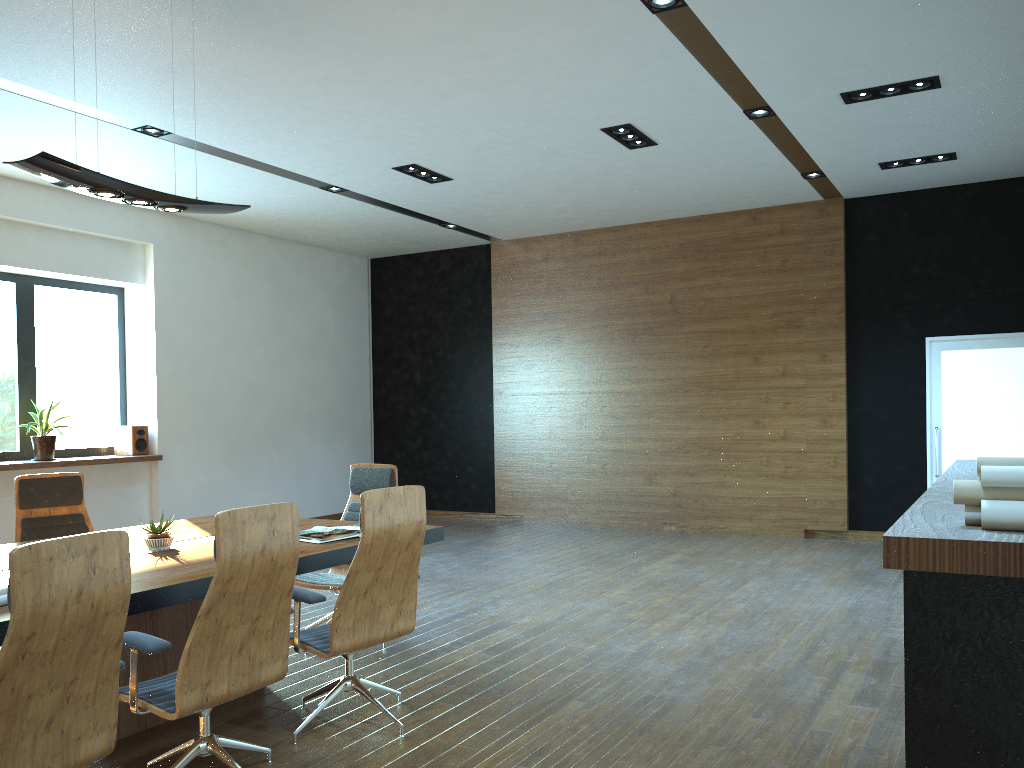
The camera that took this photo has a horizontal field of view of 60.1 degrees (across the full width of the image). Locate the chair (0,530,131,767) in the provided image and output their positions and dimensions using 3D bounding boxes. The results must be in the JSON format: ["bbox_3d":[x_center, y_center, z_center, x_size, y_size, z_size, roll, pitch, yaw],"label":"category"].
[{"bbox_3d":[-1.524,1.002,2.627,0.696,1.128,0.706,-1,0,21],"label":"chair"}]

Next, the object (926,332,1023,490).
[{"bbox_3d":[4.909,0.576,9.060,1.198,2.161,0.200,-1,1,29],"label":"object"}]

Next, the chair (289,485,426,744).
[{"bbox_3d":[-0.774,1.040,4.193,0.696,1.128,0.706,-1,0,36],"label":"chair"}]

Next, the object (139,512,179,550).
[{"bbox_3d":[-1.790,0.738,4.478,0.177,0.188,0.153,-1,0,4],"label":"object"}]

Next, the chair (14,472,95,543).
[{"bbox_3d":[-2.627,1.106,5.272,0.696,1.128,0.706,-1,0,44],"label":"chair"}]

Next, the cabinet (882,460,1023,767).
[{"bbox_3d":[1.542,0.883,2.330,0.767,1.233,2.347,-1,-1,29],"label":"cabinet"}]

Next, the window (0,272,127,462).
[{"bbox_3d":[-5.178,-0.178,8.400,0.053,1.862,3.463,-1,-1,29],"label":"window"}]

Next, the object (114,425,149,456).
[{"bbox_3d":[-4.133,0.614,9.624,0.314,0.321,0.211,-1,0,29],"label":"object"}]

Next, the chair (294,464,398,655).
[{"bbox_3d":[-1.084,1.092,5.672,0.706,1.128,0.696,-1,0,32],"label":"chair"}]

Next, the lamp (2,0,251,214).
[{"bbox_3d":[-1.857,-1.497,4.385,0.340,1.200,1.196,-1,0,29],"label":"lamp"}]

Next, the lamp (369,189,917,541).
[{"bbox_3d":[0.181,-0.136,8.724,9.395,3.709,16.680,-2,-2,29],"label":"lamp"}]

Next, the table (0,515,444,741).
[{"bbox_3d":[-2.525,1.197,3.171,1.785,0.797,5.541,-2,-2,29],"label":"table"}]

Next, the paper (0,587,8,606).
[{"bbox_3d":[-2.667,0.747,2.774,2.241,0.083,0.628,0,-2,-20],"label":"paper"}]

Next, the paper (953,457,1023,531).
[{"bbox_3d":[1.083,0.184,1.448,0.645,0.124,0.144,-2,-1,29],"label":"paper"}]

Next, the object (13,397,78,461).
[{"bbox_3d":[-4.574,0.441,8.660,0.473,0.621,0.515,-1,0,45],"label":"object"}]

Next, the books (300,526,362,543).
[{"bbox_3d":[-0.954,0.805,4.837,0.389,0.033,0.544,-3,-2,41],"label":"books"}]

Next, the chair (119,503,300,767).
[{"bbox_3d":[-1.197,1.023,3.435,0.696,1.128,0.706,-1,0,30],"label":"chair"}]
